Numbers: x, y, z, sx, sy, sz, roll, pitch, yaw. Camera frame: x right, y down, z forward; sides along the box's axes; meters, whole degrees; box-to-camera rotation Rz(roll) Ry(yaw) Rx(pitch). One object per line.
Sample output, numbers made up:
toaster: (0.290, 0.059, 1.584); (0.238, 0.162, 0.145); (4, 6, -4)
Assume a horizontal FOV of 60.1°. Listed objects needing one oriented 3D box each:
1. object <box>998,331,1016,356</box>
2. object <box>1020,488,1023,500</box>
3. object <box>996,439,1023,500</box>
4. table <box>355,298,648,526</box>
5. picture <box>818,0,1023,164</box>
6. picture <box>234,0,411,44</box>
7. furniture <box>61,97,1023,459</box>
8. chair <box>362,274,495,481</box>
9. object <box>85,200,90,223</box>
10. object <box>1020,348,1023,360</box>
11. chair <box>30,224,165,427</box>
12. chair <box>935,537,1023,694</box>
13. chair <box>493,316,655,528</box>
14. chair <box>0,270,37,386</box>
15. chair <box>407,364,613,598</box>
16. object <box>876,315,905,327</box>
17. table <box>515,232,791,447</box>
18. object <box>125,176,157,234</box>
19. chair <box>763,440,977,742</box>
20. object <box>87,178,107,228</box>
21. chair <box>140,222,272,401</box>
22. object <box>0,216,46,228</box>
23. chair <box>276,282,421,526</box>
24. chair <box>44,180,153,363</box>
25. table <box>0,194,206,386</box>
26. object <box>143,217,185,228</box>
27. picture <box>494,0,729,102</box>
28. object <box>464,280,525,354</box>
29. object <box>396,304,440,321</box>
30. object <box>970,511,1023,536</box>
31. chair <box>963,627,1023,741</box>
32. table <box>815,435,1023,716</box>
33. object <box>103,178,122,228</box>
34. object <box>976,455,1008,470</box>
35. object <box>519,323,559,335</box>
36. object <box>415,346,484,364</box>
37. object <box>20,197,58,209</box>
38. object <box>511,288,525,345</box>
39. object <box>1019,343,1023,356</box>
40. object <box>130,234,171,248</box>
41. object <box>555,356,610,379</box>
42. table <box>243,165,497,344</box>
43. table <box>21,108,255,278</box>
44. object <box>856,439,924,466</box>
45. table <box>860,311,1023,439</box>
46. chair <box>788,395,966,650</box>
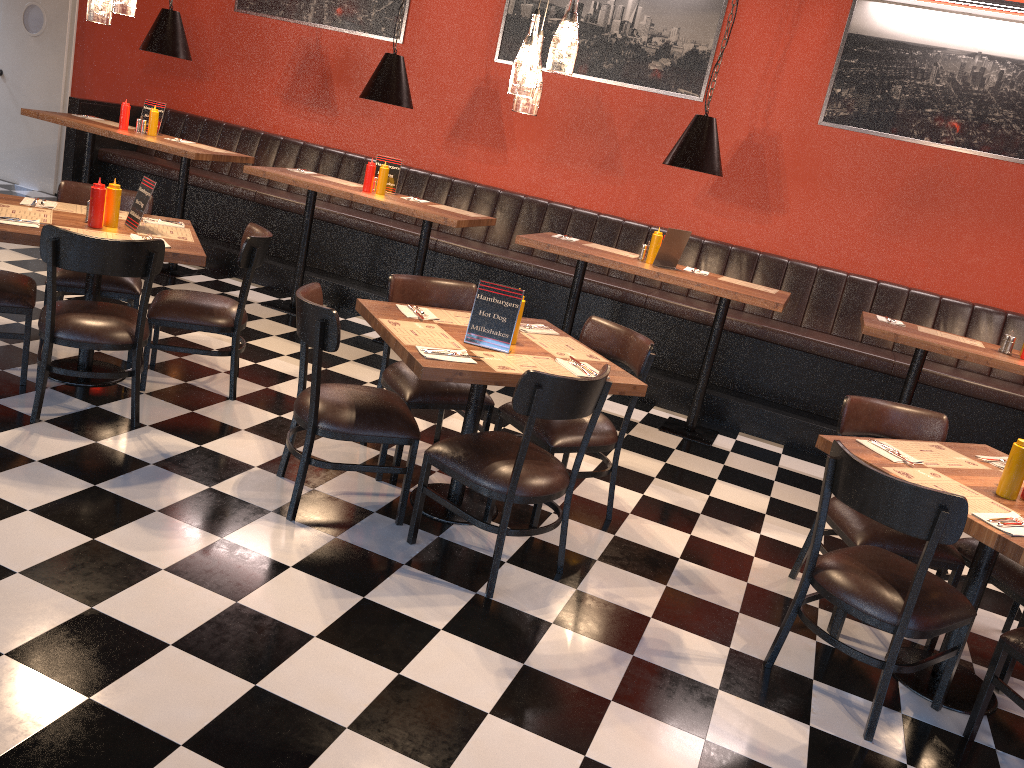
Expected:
object: (2.839, -0.239, 5.065); (0.046, 0.135, 0.094); (12, 14, -2)
object: (1.840, 0.298, 3.075); (0.068, 0.235, 0.068); (16, 14, 15)
object: (1.749, 0.281, 3.066); (0.068, 0.235, 0.068); (16, 14, 15)
table: (-0.155, 0.175, 3.845); (0.958, 0.766, 0.968); (5, 17, -26)
picture: (3.170, -2.112, 6.186); (1.776, 0.930, 0.023); (17, 14, 18)
picture: (-1.652, -3.624, 7.792); (1.776, 0.930, 0.023); (17, 14, 18)
furniture: (0.264, -0.816, 6.919); (8.789, 1.138, 1.111); (17, 15, 18)
chair: (-0.388, -0.046, 4.266); (0.486, 0.859, 0.551); (4, 17, -31)
object: (-2.057, -0.858, 4.335); (0.046, 0.135, 0.095); (7, 15, -21)
object: (2.927, -0.247, 4.971); (0.068, 0.235, 0.068); (15, 14, 11)
chair: (-1.877, -0.294, 3.999); (0.485, 0.859, 0.551); (5, 16, -26)
chair: (2.103, 0.715, 3.506); (0.543, 0.859, 0.492); (8, 15, -17)
chair: (0.279, 0.149, 4.092); (0.544, 0.859, 0.492); (3, 17, -34)
chair: (-2.544, -0.489, 4.173); (0.544, 0.859, 0.492); (4, 16, -29)
chair: (0.010, 0.290, 3.399); (0.549, 0.859, 0.487); (24, 18, 39)
object: (2.301, -0.385, 5.376); (0.158, 0.019, 0.257); (16, 16, 14)
table: (0.818, -0.298, 5.812); (1.698, 0.990, 0.700); (17, 15, 18)
object: (-1.844, -0.894, 4.396); (0.072, 0.254, 0.190); (0, 19, -40)
chair: (1.269, 0.668, 3.036); (0.544, 0.859, 0.491); (1, 18, -39)
object: (-1.981, -0.867, 4.233); (0.068, 0.235, 0.068); (18, 15, 23)
chair: (-1.592, -0.414, 4.633); (0.543, 0.859, 0.492); (8, 15, -17)
object: (-2.224, -0.737, 4.002); (0.254, 0.019, 0.159); (4, 18, -27)
chair: (-0.673, 0.074, 3.632); (0.543, 0.859, 0.492); (6, 15, -22)
chair: (-2.274, -0.630, 4.866); (0.485, 0.859, 0.551); (6, 15, -23)
table: (-2.130, -0.427, 4.442); (0.958, 0.766, 0.968); (5, 17, -26)
object: (-1.877, -0.868, 4.718); (0.254, 0.019, 0.159); (5, 17, -25)
picture: (0.759, -2.868, 6.989); (1.776, 0.930, 0.023); (17, 14, 18)
object: (-0.072, -0.271, 3.573); (0.188, 0.254, 0.073); (14, 14, 8)
object: (-0.409, -0.314, 3.904); (0.157, 0.019, 0.258); (5, 17, -24)
object: (1.599, 0.439, 2.806); (0.254, 0.019, 0.159); (5, 17, -26)
chair: (1.891, 0.894, 2.722); (0.485, 0.859, 0.551); (8, 15, -17)
table: (1.705, 0.750, 3.253); (0.958, 0.766, 0.968); (5, 17, -26)
object: (-1.946, -0.884, 4.319); (0.068, 0.235, 0.068); (18, 15, 23)
object: (1.960, 0.313, 3.517); (0.254, 0.019, 0.159); (5, 17, -24)
object: (0.083, -0.264, 4.102); (0.255, 0.019, 0.159); (2, 19, -32)
object: (-0.228, -0.114, 3.347); (0.254, 0.019, 0.159); (5, 17, -23)
object: (-2.405, -0.921, 4.504); (0.157, 0.019, 0.258); (5, 17, -24)
object: (0.009, -0.288, 3.727); (0.068, 0.235, 0.068); (18, 15, 23)
object: (2.969, -0.262, 5.054); (0.068, 0.235, 0.068); (15, 14, 11)
object: (-1.720, -0.686, 4.205); (0.157, 0.019, 0.258); (2, 19, -33)
object: (0.273, -0.072, 3.580); (0.157, 0.019, 0.258); (4, 18, -26)
table: (-1.108, -0.902, 6.453); (1.698, 0.990, 0.700); (17, 15, 18)
table: (-3.043, -1.509, 7.098); (1.698, 0.990, 0.700); (17, 15, 18)
object: (1.428, 0.256, 3.312); (0.157, 0.019, 0.258); (6, 17, -23)
table: (2.772, 0.315, 5.161); (1.698, 0.990, 0.700); (17, 15, 18)
chair: (1.545, 0.544, 3.678); (0.486, 0.859, 0.550); (11, 14, -7)
